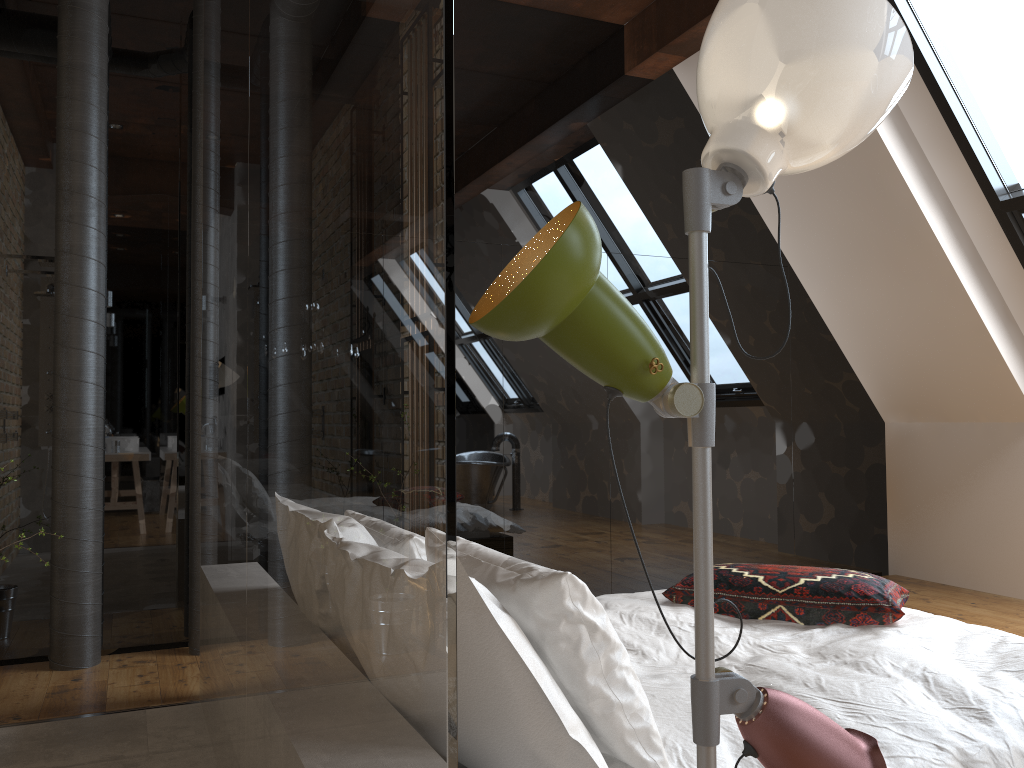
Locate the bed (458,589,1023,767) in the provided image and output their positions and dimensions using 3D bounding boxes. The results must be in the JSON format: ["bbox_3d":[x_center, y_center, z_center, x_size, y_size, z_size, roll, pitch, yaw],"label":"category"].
[{"bbox_3d":[0.530,0.918,2.675,2.169,0.442,2.300,1,-3,-23],"label":"bed"}]

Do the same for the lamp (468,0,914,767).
[{"bbox_3d":[0.234,0.282,1.027,0.561,1.582,0.270,1,-3,-27],"label":"lamp"}]

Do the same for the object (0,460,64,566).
[{"bbox_3d":[-2.023,0.633,3.452,0.228,1.117,0.517,-2,-3,37],"label":"object"}]

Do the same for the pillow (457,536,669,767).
[{"bbox_3d":[0.031,0.532,1.862,0.276,0.397,0.744,1,-3,-24],"label":"pillow"}]

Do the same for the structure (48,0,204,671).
[{"bbox_3d":[-1.770,-0.373,3.597,1.189,3.140,0.829,1,-3,-23],"label":"structure"}]

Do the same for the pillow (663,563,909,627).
[{"bbox_3d":[0.937,0.700,3.006,0.748,0.157,0.453,-2,-3,27],"label":"pillow"}]

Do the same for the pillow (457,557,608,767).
[{"bbox_3d":[-0.284,0.554,2.169,0.358,0.517,1.746,1,-3,-24],"label":"pillow"}]

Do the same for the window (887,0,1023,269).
[{"bbox_3d":[2.825,-1.049,3.784,1.702,2.162,1.713,1,-3,-23],"label":"window"}]
